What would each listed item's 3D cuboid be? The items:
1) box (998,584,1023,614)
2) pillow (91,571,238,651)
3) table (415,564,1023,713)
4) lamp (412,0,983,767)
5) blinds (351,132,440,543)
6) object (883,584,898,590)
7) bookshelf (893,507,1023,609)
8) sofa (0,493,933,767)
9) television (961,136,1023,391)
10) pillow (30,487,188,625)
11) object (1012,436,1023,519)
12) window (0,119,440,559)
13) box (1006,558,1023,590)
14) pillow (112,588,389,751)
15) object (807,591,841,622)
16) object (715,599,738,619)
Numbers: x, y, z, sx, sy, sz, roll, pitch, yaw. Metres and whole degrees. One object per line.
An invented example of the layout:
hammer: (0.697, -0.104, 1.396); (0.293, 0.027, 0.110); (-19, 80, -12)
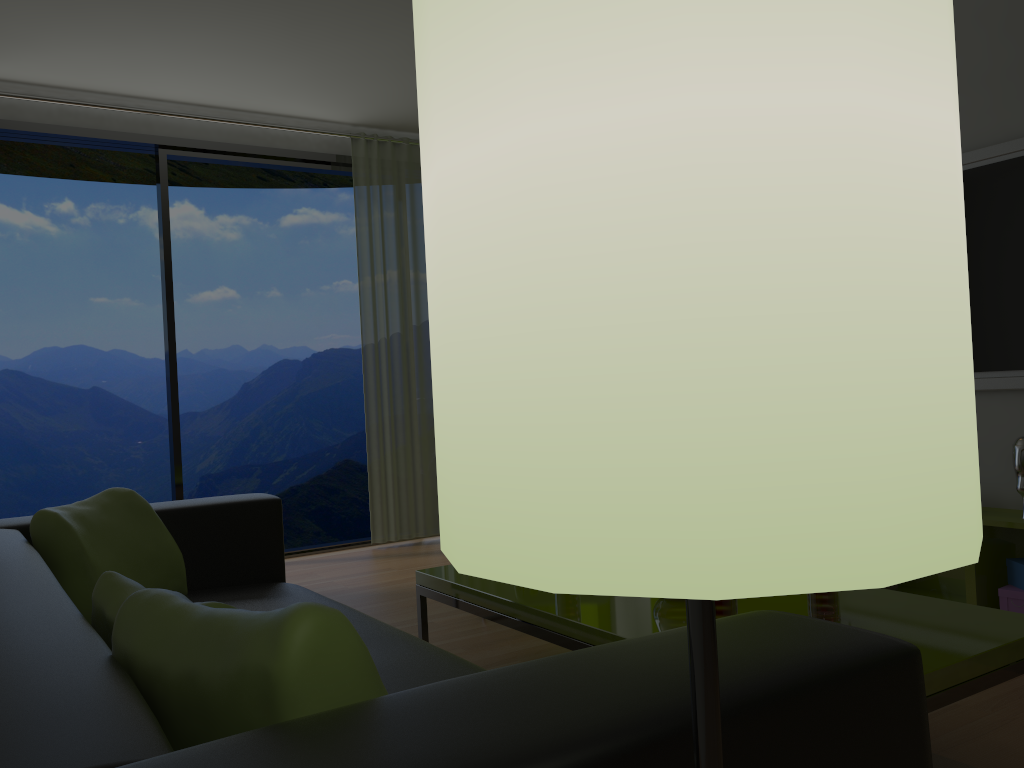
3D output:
box: (1.863, 0.790, 3.193); (0.202, 0.116, 0.135); (-3, -1, -38)
pillow: (-0.529, 0.467, 1.415); (0.380, 0.317, 0.164); (-3, -1, 41)
table: (0.475, 0.757, 2.498); (0.810, 0.349, 1.682); (-3, -1, -33)
lamp: (0.116, 0.312, 0.488); (0.302, 1.244, 0.295); (-3, -1, -33)
blinds: (-0.517, -0.308, 5.779); (1.012, 2.568, 0.067); (-3, -1, -33)
object: (1.465, 0.805, 3.818); (0.213, 0.129, 0.367); (-3, -1, -33)
bookshelf: (1.816, 0.677, 3.351); (0.306, 0.378, 1.630); (-3, -1, -33)
sofa: (-0.596, 0.666, 1.837); (1.061, 0.639, 2.583); (-3, -1, -33)
television: (1.845, -0.445, 3.435); (0.028, 0.941, 1.537); (-3, -1, -33)
pillow: (-1.155, 0.489, 2.520); (0.269, 0.362, 0.399); (-3, 0, 16)
object: (1.876, 0.340, 3.210); (0.107, 0.305, 0.107); (-3, 0, 24)
window: (-1.786, -0.162, 5.227); (3.336, 2.498, 0.219); (-3, -1, -33)
box: (1.867, 0.685, 3.190); (0.102, 0.093, 0.138); (-3, 0, 2)
pillow: (-0.307, 0.438, 1.091); (0.457, 0.403, 0.210); (-3, -1, 43)
object: (0.751, 0.508, 2.141); (0.075, 0.122, 0.076); (-3, 0, 23)
object: (0.472, 0.522, 2.006); (0.076, 0.122, 0.075); (-3, 0, 2)
